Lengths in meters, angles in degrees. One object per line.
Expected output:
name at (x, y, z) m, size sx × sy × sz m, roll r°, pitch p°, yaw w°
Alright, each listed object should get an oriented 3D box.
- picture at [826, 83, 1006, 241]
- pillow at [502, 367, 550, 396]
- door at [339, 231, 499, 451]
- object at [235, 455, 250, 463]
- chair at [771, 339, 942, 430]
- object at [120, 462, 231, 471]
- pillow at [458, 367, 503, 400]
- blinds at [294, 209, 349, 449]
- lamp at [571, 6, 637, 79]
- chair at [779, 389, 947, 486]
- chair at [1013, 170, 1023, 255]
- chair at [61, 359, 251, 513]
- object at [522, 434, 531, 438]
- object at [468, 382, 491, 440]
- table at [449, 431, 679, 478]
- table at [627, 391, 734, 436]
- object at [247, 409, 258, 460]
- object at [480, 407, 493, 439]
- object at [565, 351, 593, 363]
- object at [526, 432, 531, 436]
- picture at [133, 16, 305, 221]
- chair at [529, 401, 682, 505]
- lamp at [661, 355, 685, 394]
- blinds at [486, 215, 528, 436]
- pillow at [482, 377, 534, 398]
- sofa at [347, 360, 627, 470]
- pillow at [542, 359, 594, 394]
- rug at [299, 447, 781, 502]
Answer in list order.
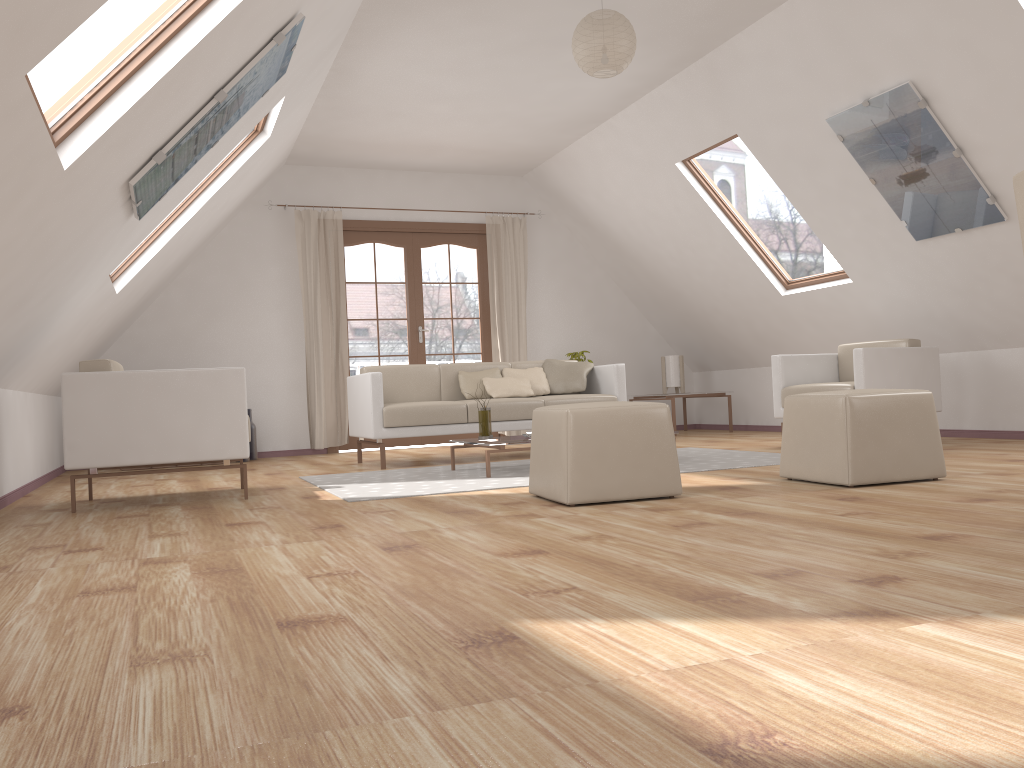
picture at (2.374, -1.278, 5.257) m, size 0.683 × 0.738 × 0.650 m, roll -2°, pitch -1°, yaw -21°
pillow at (0.102, -0.017, 6.685) m, size 0.351 × 0.225 × 0.196 m, roll -2°, pitch -1°, yaw -16°
door at (-0.890, -0.426, 8.321) m, size 1.546 × 2.001 × 0.098 m, roll -2°, pitch -1°, yaw -21°
object at (-2.233, 0.429, 7.320) m, size 0.115 × 0.443 × 0.120 m, roll -2°, pitch -1°, yaw -27°
chair at (2.338, 0.059, 6.050) m, size 0.820 × 0.706 × 0.748 m, roll -2°, pitch -1°, yaw -32°
object at (-2.730, 0.362, 7.189) m, size 0.854 × 0.608 × 0.417 m, roll -2°, pitch -1°, yaw -21°
pillow at (-0.217, -0.005, 6.565) m, size 0.351 × 0.235 × 0.185 m, roll -2°, pitch -1°, yaw -18°
blinds at (-1.687, -0.489, 7.914) m, size 0.423 × 2.130 × 0.120 m, roll -2°, pitch -1°, yaw -24°
lamp at (0.478, -1.874, 4.656) m, size 0.340 × 0.497 × 0.340 m, roll -3°, pitch -1°, yaw 18°
chair at (1.519, 0.220, 3.896) m, size 0.506 × 0.394 × 0.506 m, roll -2°, pitch -1°, yaw -17°
chair at (1.736, -0.111, 2.309) m, size 0.618 × 0.999 × 0.477 m, roll -3°, pitch -1°, yaw 3°
chair at (-1.749, 0.228, 4.467) m, size 0.820 × 0.706 × 0.748 m, roll -2°, pitch -1°, yaw -19°
object at (0.137, 0.287, 5.223) m, size 0.143 × 0.052 × 0.064 m, roll -2°, pitch -1°, yaw -21°
object at (-0.175, 0.146, 5.163) m, size 0.123 × 0.359 × 0.184 m, roll -3°, pitch -1°, yaw 20°
table at (0.295, 0.402, 5.275) m, size 1.173 × 0.190 × 0.730 m, roll -2°, pitch -1°, yaw -21°
table at (1.632, 0.287, 8.634) m, size 0.730 × 0.390 × 0.773 m, roll -2°, pitch -1°, yaw -23°
object at (-2.231, 0.432, 7.546) m, size 0.115 × 0.443 × 0.120 m, roll -2°, pitch -1°, yaw -27°
object at (-0.154, 0.233, 5.289) m, size 0.075 × 0.185 × 0.075 m, roll -3°, pitch -1°, yaw 10°
object at (0.677, 0.098, 8.610) m, size 0.311 × 0.846 × 0.307 m, roll -2°, pitch -1°, yaw -29°
object at (0.161, 0.289, 5.382) m, size 0.143 × 0.052 × 0.064 m, roll -3°, pitch -1°, yaw 39°
picture at (-1.270, -1.127, 3.834) m, size 0.683 × 0.738 × 0.650 m, roll -2°, pitch -1°, yaw -21°
chair at (0.370, 0.271, 3.706) m, size 0.506 × 0.394 × 0.506 m, roll -2°, pitch -1°, yaw -17°
lamp at (1.601, -0.093, 8.809) m, size 0.221 × 0.375 × 0.180 m, roll -3°, pitch -1°, yaw 12°
blinds at (0.002, -0.562, 8.532) m, size 0.424 × 2.129 × 0.123 m, roll -2°, pitch -1°, yaw -26°
pillow at (-0.019, 0.028, 6.480) m, size 0.363 × 0.170 × 0.227 m, roll -2°, pitch -1°, yaw -16°
sofa at (-0.178, 0.183, 6.463) m, size 1.880 × 0.706 × 0.820 m, roll -2°, pitch -1°, yaw -21°
pillow at (0.410, -0.064, 6.758) m, size 0.424 × 0.276 × 0.269 m, roll -3°, pitch -1°, yaw 28°
rug at (0.287, 0.493, 5.197) m, size 2.800 × 0.007 × 1.600 m, roll -2°, pitch -1°, yaw -21°
